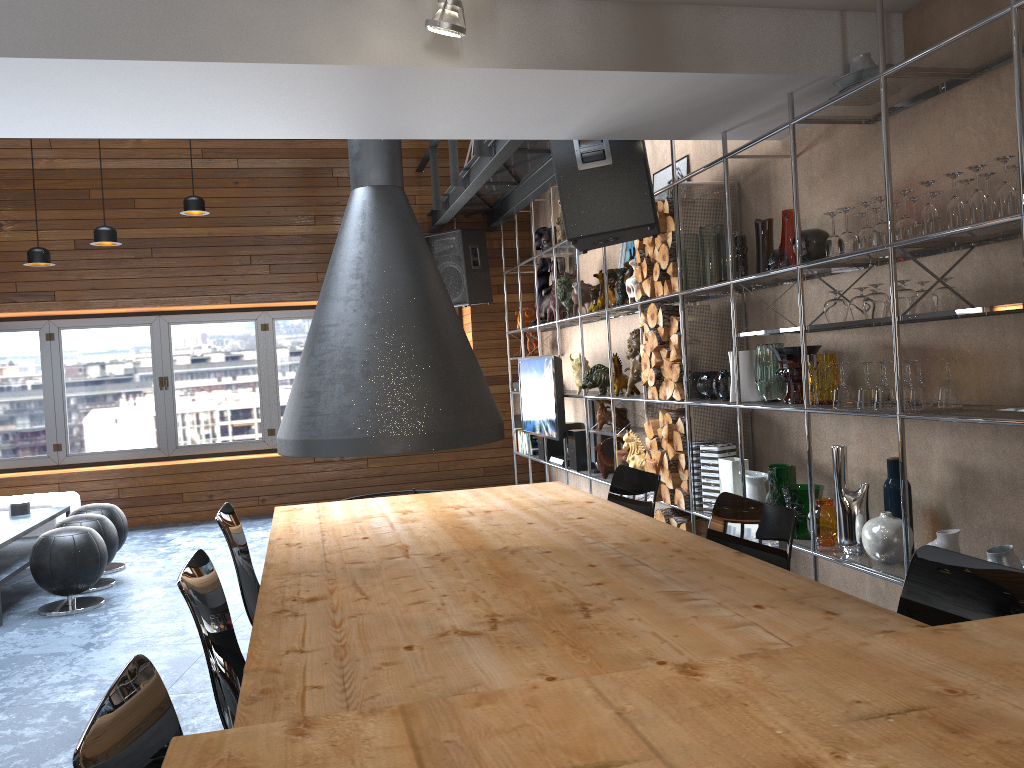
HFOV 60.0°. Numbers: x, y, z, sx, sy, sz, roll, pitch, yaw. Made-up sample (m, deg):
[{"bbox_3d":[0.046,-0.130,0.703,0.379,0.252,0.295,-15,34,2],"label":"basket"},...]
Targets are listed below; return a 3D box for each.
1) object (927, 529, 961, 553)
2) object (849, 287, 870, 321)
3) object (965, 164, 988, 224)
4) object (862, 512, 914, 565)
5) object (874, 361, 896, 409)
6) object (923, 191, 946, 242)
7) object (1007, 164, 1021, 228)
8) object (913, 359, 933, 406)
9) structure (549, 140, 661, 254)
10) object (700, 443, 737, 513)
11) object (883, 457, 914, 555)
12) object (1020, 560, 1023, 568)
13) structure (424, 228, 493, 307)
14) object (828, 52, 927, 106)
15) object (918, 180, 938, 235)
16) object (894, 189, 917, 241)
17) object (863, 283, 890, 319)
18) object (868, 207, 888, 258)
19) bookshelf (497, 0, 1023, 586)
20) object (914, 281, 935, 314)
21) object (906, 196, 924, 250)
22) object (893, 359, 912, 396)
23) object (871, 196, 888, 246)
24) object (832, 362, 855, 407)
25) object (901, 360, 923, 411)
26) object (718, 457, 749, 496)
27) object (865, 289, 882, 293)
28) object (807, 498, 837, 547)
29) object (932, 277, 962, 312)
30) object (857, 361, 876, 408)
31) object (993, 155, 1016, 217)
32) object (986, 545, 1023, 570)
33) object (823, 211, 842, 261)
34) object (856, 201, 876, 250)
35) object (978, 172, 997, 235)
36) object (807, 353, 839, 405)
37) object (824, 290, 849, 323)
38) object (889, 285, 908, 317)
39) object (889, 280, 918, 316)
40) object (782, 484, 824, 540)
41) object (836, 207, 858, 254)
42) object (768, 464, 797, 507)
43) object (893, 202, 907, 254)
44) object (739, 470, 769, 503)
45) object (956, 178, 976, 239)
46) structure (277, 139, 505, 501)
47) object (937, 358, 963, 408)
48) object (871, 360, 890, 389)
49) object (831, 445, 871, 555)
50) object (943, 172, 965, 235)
[{"bbox_3d":[1.522,0.586,3.136,0.100,0.142,0.102,-4,1,-34],"label":"object"},{"bbox_3d":[1.317,-0.299,3.334,0.092,0.124,0.092,-3,1,12],"label":"object"},{"bbox_3d":[1.428,-0.571,2.720,0.060,0.191,0.060,-3,1,12],"label":"object"},{"bbox_3d":[1.386,0.568,3.274,0.177,0.189,0.177,-3,1,28],"label":"object"},{"bbox_3d":[1.352,0.003,3.218,0.081,0.170,0.081,-4,1,-18],"label":"object"},{"bbox_3d":[1.484,-0.579,3.114,0.070,0.184,0.071,-4,1,-38],"label":"object"},{"bbox_3d":[1.558,-0.579,2.746,0.060,0.191,0.060,-3,1,22],"label":"object"},{"bbox_3d":[1.487,-0.005,3.233,0.081,0.170,0.081,-4,1,-18],"label":"object"},{"bbox_3d":[0.455,-1.049,4.378,0.506,0.744,0.460,-3,1,12],"label":"structure"},{"bbox_3d":[1.065,0.483,4.556,0.140,0.347,0.139,-4,1,-34],"label":"object"},{"bbox_3d":[1.483,0.468,3.405,0.099,0.372,0.099,-3,1,35],"label":"object"},{"bbox_3d":[1.527,0.601,2.747,0.215,0.080,0.217,-3,1,-5],"label":"object"},{"bbox_3d":[-0.475,-1.065,8.245,0.461,0.735,0.488,-3,1,37],"label":"structure"},{"bbox_3d":[1.356,-1.140,3.276,0.322,0.164,0.311,-4,1,-25],"label":"object"},{"bbox_3d":[1.378,-0.572,2.930,0.060,0.191,0.060,-3,1,12],"label":"object"},{"bbox_3d":[1.353,-0.570,3.049,0.070,0.184,0.071,-4,1,-38],"label":"object"},{"bbox_3d":[1.315,-0.297,3.197,0.092,0.124,0.092,-3,1,12],"label":"object"},{"bbox_3d":[1.401,-0.579,3.401,0.070,0.184,0.071,-4,1,-38],"label":"object"},{"bbox_3d":[1.304,-2.026,3.267,0.421,6.219,10.738,-4,1,-13],"label":"bookshelf"},{"bbox_3d":[1.489,-0.307,3.212,0.092,0.124,0.092,-3,1,12],"label":"object"},{"bbox_3d":[1.455,-0.579,3.203,0.070,0.184,0.071,-4,1,-38],"label":"object"},{"bbox_3d":[1.476,-0.006,3.343,0.081,0.170,0.081,-4,1,-18],"label":"object"},{"bbox_3d":[1.313,-0.569,3.146,0.070,0.184,0.071,-4,1,-38],"label":"object"},{"bbox_3d":[1.287,0.003,3.454,0.081,0.170,0.081,-3,1,12],"label":"object"},{"bbox_3d":[1.378,0.004,3.078,0.081,0.170,0.081,-3,1,12],"label":"object"},{"bbox_3d":[1.097,0.513,4.366,0.092,0.287,0.148,-4,1,-13],"label":"object"},{"bbox_3d":[1.424,-0.308,3.482,0.092,0.124,0.092,-3,1,12],"label":"object"},{"bbox_3d":[1.286,0.567,3.642,0.145,0.188,0.145,-4,1,-22],"label":"object"},{"bbox_3d":[1.517,-0.307,3.095,0.092,0.124,0.092,-3,1,12],"label":"object"},{"bbox_3d":[1.332,0.002,3.326,0.081,0.170,0.081,-4,1,-18],"label":"object"},{"bbox_3d":[1.454,-0.571,2.611,0.060,0.191,0.060,-3,1,12],"label":"object"},{"bbox_3d":[1.528,0.567,2.748,0.101,0.136,0.098,-4,1,-30],"label":"object"},{"bbox_3d":[1.248,-0.571,3.439,0.070,0.184,0.071,-4,1,-38],"label":"object"},{"bbox_3d":[1.299,-0.570,3.240,0.070,0.184,0.071,-4,1,-38],"label":"object"},{"bbox_3d":[1.531,-0.580,2.855,0.060,0.191,0.060,-3,1,12],"label":"object"},{"bbox_3d":[1.271,-0.019,3.621,0.120,0.206,0.120,-3,1,34],"label":"object"},{"bbox_3d":[1.260,-0.298,3.448,0.092,0.124,0.092,-3,1,12],"label":"object"},{"bbox_3d":[1.460,-0.308,3.334,0.092,0.124,0.092,-3,1,12],"label":"object"},{"bbox_3d":[1.363,-0.298,3.085,0.092,0.124,0.092,-3,1,12],"label":"object"},{"bbox_3d":[1.255,0.550,3.804,0.157,0.219,0.161,-3,1,33],"label":"object"},{"bbox_3d":[1.264,-0.570,3.345,0.070,0.184,0.071,-4,1,-38],"label":"object"},{"bbox_3d":[1.217,0.510,3.981,0.125,0.295,0.130,-3,1,11],"label":"object"},{"bbox_3d":[1.441,-0.580,3.308,0.070,0.184,0.071,-4,1,-38],"label":"object"},{"bbox_3d":[1.163,0.534,4.183,0.171,0.245,0.146,-3,1,17],"label":"object"},{"bbox_3d":[1.511,-0.580,2.942,0.060,0.191,0.060,-3,1,12],"label":"object"},{"bbox_3d":[-0.696,-1.670,4.475,1.197,5.700,1.689,-4,1,-13],"label":"structure"},{"bbox_3d":[1.528,-0.005,3.104,0.081,0.170,0.081,-3,1,12],"label":"object"},{"bbox_3d":[1.443,-0.007,3.463,0.081,0.170,0.081,-3,1,12],"label":"object"},{"bbox_3d":[1.332,0.451,3.469,0.129,0.420,0.129,-4,1,-10],"label":"object"},{"bbox_3d":[1.405,-0.571,2.814,0.060,0.191,0.060,-3,1,12],"label":"object"}]
